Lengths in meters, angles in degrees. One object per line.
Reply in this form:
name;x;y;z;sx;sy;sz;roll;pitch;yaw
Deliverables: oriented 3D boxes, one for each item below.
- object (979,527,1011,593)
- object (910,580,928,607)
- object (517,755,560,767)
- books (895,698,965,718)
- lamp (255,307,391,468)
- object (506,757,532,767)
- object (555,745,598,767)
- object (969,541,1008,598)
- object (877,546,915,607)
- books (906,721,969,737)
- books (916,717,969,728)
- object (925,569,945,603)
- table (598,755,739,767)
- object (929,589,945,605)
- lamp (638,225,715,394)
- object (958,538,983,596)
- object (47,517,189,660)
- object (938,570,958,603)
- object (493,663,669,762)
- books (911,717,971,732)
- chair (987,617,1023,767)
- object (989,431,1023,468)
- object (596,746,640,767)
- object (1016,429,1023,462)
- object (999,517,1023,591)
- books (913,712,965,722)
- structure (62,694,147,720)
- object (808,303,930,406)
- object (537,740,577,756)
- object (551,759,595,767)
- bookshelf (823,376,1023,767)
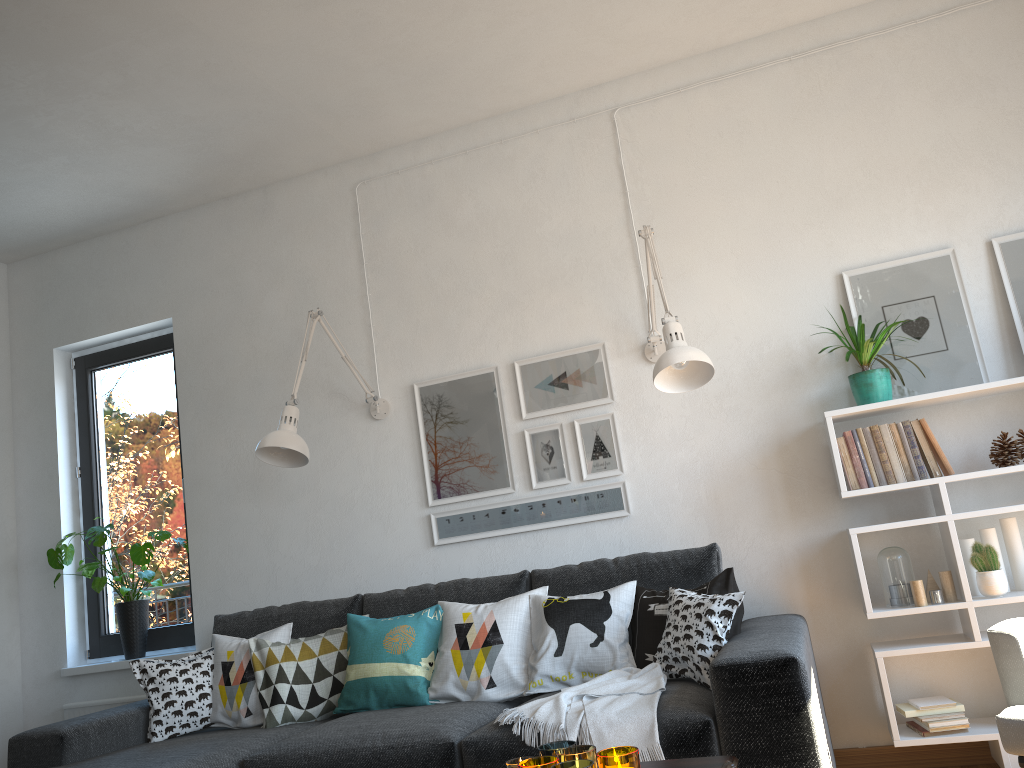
object;1.610;0.589;2.959;0.051;0.212;0.051;-13;-12;23
object;1.328;0.696;2.958;0.078;0.084;0.177;-5;-12;-14
object;0.055;0.744;1.652;0.079;0.081;0.079;-11;-11;12
books;1.374;1.067;2.923;0.183;0.020;0.134;-10;-12;9
lamp;-0.785;0.013;3.601;0.200;0.668;0.699;-14;-12;26
object;0.021;0.785;1.774;0.060;0.061;0.060;-13;-12;22
object;0.128;0.744;1.701;0.079;0.081;0.079;-11;-11;12
object;1.533;0.598;2.850;0.088;0.172;0.088;-15;-13;32
object;1.310;0.652;3.016;0.109;0.197;0.109;-14;-12;28
books;1.391;1.123;2.904;0.145;0.018;0.184;-10;-12;7
books;1.398;1.092;2.906;0.123;0.015;0.211;-10;-12;7
object;1.407;0.675;2.970;0.062;0.108;0.062;-12;-12;17
table;-0.142;1.037;1.708;1.180;0.408;0.571;-12;-12;17
object;1.383;0.694;2.888;0.040;0.044;0.040;-19;-15;42
lamp;0.559;-0.267;3.185;0.200;0.668;0.700;-10;-11;8
object;1.545;0.614;2.976;0.051;0.187;0.051;-13;-12;23
object;-1.816;0.929;4.074;0.657;0.673;0.448;-10;-11;8
object;1.425;0.662;2.898;0.039;0.099;0.039;-11;-11;13
object;0.209;0.955;2.530;0.488;0.212;0.607;-11;-12;13
books;1.400;1.106;2.903;0.123;0.012;0.211;-10;-12;7
chair;1.460;0.660;2.007;0.546;0.830;0.685;-18;-15;41
object;1.643;0.219;2.955;0.094;0.127;0.103;-3;-13;-27
object;0.201;0.720;1.637;0.079;0.081;0.079;-11;-11;12
object;1.717;0.204;2.928;0.101;0.125;0.096;-15;-13;32
object;1.674;0.564;2.945;0.051;0.237;0.051;-16;-13;34
books;1.386;1.080;2.912;0.140;0.012;0.184;-10;-12;7
structure;-1.663;1.633;3.970;0.818;0.458;0.076;-11;-11;14
object;1.266;-0.104;3.129;0.424;0.371;0.388;-9;-11;4
object;0.096;0.763;1.770;0.079;0.081;0.079;-11;-11;12
object;0.114;0.721;1.579;0.079;0.081;0.079;-11;-11;12
bookshelf;1.746;0.579;2.860;1.190;1.197;0.238;-12;-11;17
